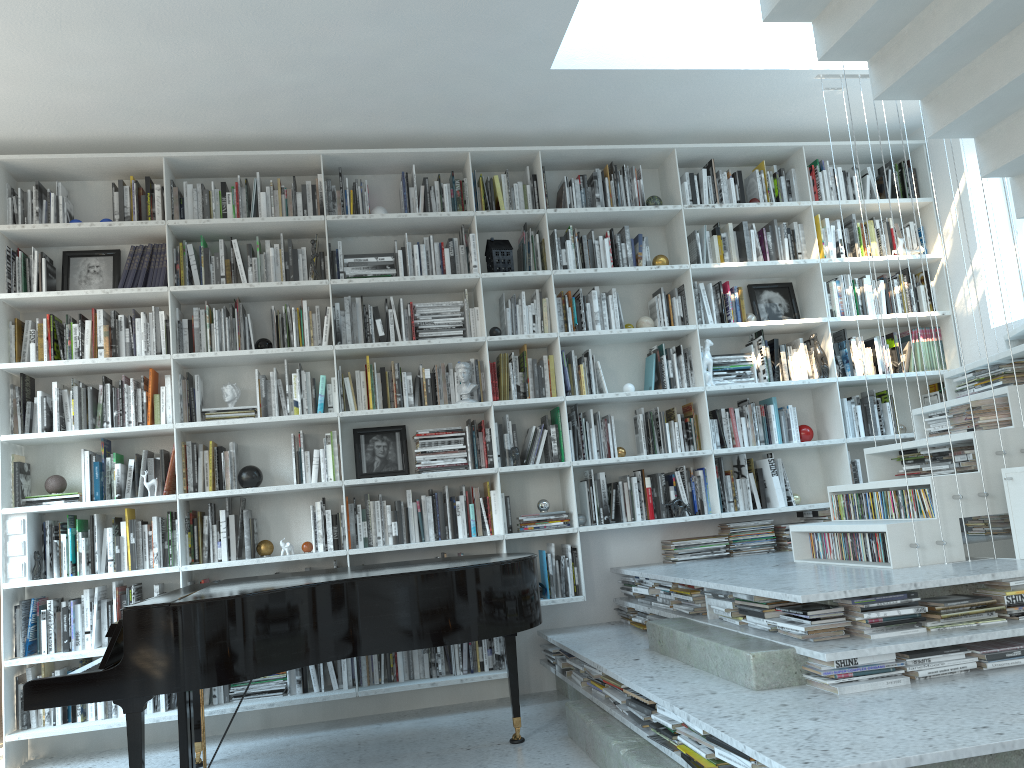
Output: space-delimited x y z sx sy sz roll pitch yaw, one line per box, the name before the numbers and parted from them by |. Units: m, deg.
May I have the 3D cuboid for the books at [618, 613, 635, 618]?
books | 0.718 1.316 5.074 0.170 0.012 0.215 -4 -9 -11

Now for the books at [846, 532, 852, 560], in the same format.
books | 1.605 0.744 4.088 0.125 0.125 0.007 -4 -8 -11

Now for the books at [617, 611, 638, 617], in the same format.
books | 0.719 1.304 5.077 0.158 0.012 0.279 -4 -9 -12

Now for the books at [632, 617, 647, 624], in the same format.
books | 0.761 1.264 4.770 0.180 0.016 0.183 -3 -9 -14

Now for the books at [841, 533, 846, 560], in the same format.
books | 1.599 0.750 4.124 0.125 0.125 0.007 -4 -8 -11

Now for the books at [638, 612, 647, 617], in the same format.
books | 0.778 1.237 4.777 0.137 0.018 0.200 -3 -9 -15

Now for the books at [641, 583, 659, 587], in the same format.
books | 0.794 1.076 4.790 0.143 0.012 0.264 -5 -8 -6

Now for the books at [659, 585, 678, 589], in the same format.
books | 0.849 1.020 4.495 0.160 0.010 0.180 -4 -9 -11

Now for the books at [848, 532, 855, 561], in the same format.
books | 1.609 0.741 4.066 0.125 0.125 0.010 -4 -8 -11

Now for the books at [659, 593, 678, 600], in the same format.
books | 0.854 1.068 4.488 0.154 0.018 0.221 -4 -9 -12

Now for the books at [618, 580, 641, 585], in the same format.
books | 0.732 1.126 5.070 0.171 0.015 0.253 -3 -9 -16

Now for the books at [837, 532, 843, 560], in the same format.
books | 1.592 0.757 4.162 0.125 0.125 0.008 -4 -8 -11

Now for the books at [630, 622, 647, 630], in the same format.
books | 0.758 1.290 4.765 0.187 0.009 0.261 -4 -9 -8

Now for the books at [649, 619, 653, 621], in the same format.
books | 0.815 1.189 4.472 0.178 0.009 0.277 -4 -9 -10

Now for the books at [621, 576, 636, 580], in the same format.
books | 0.740 1.105 5.075 0.159 0.011 0.246 -3 -9 -14

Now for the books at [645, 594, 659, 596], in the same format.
books | 0.795 1.123 4.783 0.163 0.008 0.295 -3 -9 -13

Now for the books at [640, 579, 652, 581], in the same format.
books | 0.792 1.049 4.793 0.159 0.007 0.285 -4 -9 -12

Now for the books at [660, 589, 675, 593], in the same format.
books | 0.853 1.039 4.492 0.144 0.013 0.221 -4 -9 -8

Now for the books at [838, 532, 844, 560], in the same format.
books | 1.593 0.755 4.155 0.125 0.125 0.008 -4 -8 -11

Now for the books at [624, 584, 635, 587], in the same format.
books | 0.754 1.147 5.071 0.145 0.008 0.298 -4 -9 -12

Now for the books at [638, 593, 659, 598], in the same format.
books | 0.799 1.131 4.782 0.152 0.009 0.259 -3 -9 -14

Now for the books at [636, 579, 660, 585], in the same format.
books | 0.792 1.061 4.792 0.163 0.018 0.290 -4 -9 -12

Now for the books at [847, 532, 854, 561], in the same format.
books | 1.608 0.742 4.073 0.125 0.125 0.007 -4 -8 -11

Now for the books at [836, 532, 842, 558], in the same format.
books | 1.591 0.758 4.170 0.125 0.125 0.009 -4 -8 -11

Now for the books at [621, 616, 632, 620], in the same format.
books | 0.730 1.328 5.075 0.147 0.014 0.292 -4 -9 -11

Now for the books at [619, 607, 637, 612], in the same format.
books | 0.712 1.282 5.079 0.159 0.009 0.210 -4 -8 -7

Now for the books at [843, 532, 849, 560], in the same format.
books | 1.601 0.748 4.110 0.125 0.125 0.009 -4 -8 -11

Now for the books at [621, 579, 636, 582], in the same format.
books | 0.741 1.114 5.074 0.167 0.008 0.235 -4 -9 -12

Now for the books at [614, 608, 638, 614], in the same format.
books | 0.706 1.290 5.076 0.184 0.006 0.263 -4 -9 -10

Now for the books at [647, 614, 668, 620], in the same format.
books | 0.809 1.177 4.472 0.181 0.017 0.250 -3 -9 -14

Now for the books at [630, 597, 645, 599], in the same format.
books | 0.764 1.211 5.063 0.134 0.014 0.181 -3 -9 -14

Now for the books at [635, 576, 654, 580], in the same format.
books | 0.780 1.037 4.793 0.171 0.020 0.194 -3 -9 -16

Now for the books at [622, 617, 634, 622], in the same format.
books | 0.721 1.338 5.072 0.144 0.005 0.257 -5 -8 -6

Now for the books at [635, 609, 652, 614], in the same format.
books | 0.772 1.213 4.779 0.149 0.014 0.229 -3 -9 -13

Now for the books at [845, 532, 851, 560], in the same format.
books | 1.604 0.746 4.096 0.125 0.125 0.008 -4 -8 -11

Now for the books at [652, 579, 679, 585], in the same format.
books | 0.834 0.996 4.496 0.164 0.015 0.243 -3 -9 -16

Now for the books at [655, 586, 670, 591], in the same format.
books | 0.844 1.030 4.492 0.167 0.008 0.235 -4 -9 -12

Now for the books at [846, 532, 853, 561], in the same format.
books | 1.607 0.743 4.081 0.125 0.125 0.007 -4 -8 -11

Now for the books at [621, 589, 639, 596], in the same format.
books | 0.739 1.181 5.063 0.175 0.017 0.266 -4 -9 -8

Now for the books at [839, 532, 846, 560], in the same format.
books | 1.596 0.753 4.140 0.125 0.125 0.009 -4 -8 -11

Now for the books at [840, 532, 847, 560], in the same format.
books | 1.597 0.752 4.132 0.125 0.125 0.008 -4 -8 -11

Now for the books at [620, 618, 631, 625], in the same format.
books | 0.722 1.349 5.070 0.163 0.019 0.188 -4 -9 -12

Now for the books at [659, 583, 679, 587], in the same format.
books | 0.848 1.009 4.496 0.149 0.013 0.220 -4 -9 -8

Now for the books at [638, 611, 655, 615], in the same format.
books | 0.771 1.224 4.777 0.144 0.009 0.250 -4 -8 -7

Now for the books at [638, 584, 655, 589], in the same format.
books | 0.789 1.086 4.787 0.171 0.007 0.207 -4 -9 -9

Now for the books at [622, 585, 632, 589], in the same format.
books | 0.747 1.155 5.069 0.156 0.009 0.288 -3 -9 -13

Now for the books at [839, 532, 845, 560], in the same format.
books | 1.595 0.754 4.147 0.125 0.125 0.008 -4 -8 -11

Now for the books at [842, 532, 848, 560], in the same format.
books | 1.600 0.749 4.118 0.125 0.125 0.008 -4 -8 -11

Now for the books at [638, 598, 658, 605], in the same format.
books | 0.797 1.165 4.777 0.173 0.017 0.233 -4 -9 -12

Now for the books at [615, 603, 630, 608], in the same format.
books | 0.706 1.259 5.081 0.174 0.009 0.240 -4 -9 -9

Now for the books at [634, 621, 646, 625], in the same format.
books | 0.775 1.278 4.770 0.160 0.014 0.268 -4 -9 -12

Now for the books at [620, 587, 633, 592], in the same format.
books | 0.742 1.166 5.066 0.179 0.012 0.262 -4 -9 -11

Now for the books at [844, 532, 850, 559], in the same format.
books | 1.603 0.747 4.103 0.125 0.125 0.007 -4 -8 -11

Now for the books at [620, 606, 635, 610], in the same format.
books | 0.713 1.270 5.081 0.152 0.015 0.208 -5 -8 -6

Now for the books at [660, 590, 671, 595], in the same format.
books | 0.857 1.052 4.491 0.150 0.013 0.215 -4 -9 -11

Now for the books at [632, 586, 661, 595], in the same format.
books | 0.780 1.105 4.783 0.189 0.030 0.238 -3 -9 -14

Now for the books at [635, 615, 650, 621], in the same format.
books | 0.773 1.250 4.774 0.159 0.009 0.229 -4 -9 -10

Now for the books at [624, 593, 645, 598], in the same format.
books | 0.749 1.197 5.062 0.163 0.017 0.233 -4 -9 -9

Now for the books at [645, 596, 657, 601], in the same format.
books | 0.814 1.145 4.783 0.131 0.021 0.240 -4 -9 -9
